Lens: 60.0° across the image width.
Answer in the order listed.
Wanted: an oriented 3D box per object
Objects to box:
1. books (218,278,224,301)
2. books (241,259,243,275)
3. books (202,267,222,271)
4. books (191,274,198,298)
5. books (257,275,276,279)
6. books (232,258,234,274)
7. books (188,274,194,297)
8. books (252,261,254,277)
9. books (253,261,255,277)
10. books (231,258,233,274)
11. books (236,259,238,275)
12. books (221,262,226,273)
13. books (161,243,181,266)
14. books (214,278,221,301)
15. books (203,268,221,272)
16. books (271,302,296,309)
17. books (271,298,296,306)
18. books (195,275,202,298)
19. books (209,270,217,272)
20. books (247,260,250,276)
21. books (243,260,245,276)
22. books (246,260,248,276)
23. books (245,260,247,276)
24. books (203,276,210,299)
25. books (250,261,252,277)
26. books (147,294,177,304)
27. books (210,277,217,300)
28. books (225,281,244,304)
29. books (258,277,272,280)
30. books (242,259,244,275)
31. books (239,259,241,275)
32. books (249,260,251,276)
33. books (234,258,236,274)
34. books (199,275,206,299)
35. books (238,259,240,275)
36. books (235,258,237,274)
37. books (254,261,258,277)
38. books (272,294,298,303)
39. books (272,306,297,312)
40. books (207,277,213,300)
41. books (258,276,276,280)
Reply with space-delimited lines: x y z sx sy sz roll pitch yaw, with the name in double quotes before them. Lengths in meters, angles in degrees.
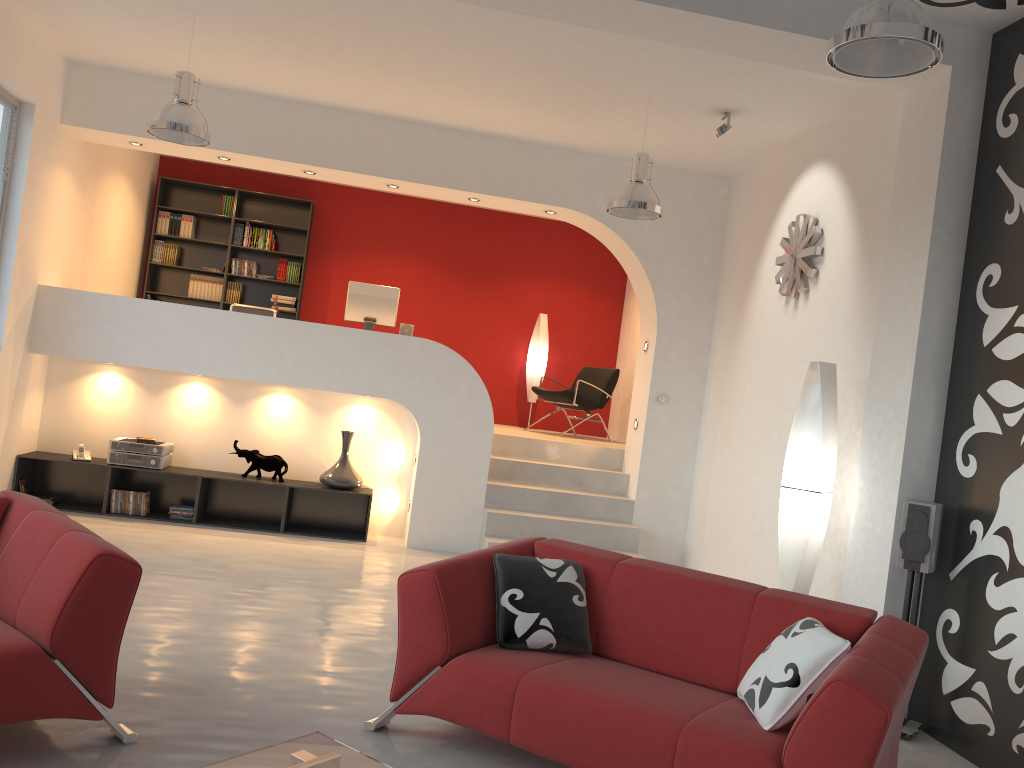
"books" -3.220 -1.036 9.873 0.040 0.260 0.200 8 -1 -9
"books" -3.017 -1.293 9.923 0.031 0.190 0.135 8 -1 -9
"books" -3.342 -1.278 9.872 0.190 0.015 0.135 8 -1 -9
"books" -3.498 -1.074 9.829 0.040 0.260 0.200 8 -1 -9
"books" -2.757 -1.200 9.964 0.190 0.015 0.135 8 -1 -4
"books" -3.105 -1.304 9.909 0.031 0.190 0.135 8 -1 -9
"books" -3.538 -1.079 9.823 0.040 0.260 0.200 8 -1 -9
"books" -2.899 -1.277 9.941 0.031 0.190 0.135 8 -1 -9
"books" -2.885 -1.275 9.944 0.031 0.190 0.135 8 -1 -9
"books" -3.120 -1.306 9.907 0.031 0.190 0.135 8 -1 -9
"books" -3.061 -1.299 9.916 0.031 0.190 0.135 8 -1 -9
"books" -3.194 -1.314 9.895 0.063 0.187 0.135 8 -1 -9
"books" -3.767 -1.418 9.796 0.146 0.240 0.170 8 -1 -9
"books" -3.259 -1.042 9.867 0.040 0.260 0.200 8 -1 -9
"books" -3.326 -1.261 9.875 0.190 0.015 0.135 8 -1 -9
"books" -2.567 -0.879 9.961 0.260 0.040 0.200 8 -1 -9
"books" -2.565 -0.919 9.960 0.260 0.040 0.200 8 -1 -9
"books" -3.458 -1.068 9.836 0.040 0.260 0.200 8 -1 -9
"books" -3.335 -1.247 9.874 0.190 0.015 0.135 8 -1 -9
"books" -2.943 -1.283 9.934 0.031 0.190 0.135 8 -1 -9
"books" -2.988 -1.289 9.928 0.031 0.190 0.135 8 -1 -9
"books" -2.958 -1.285 9.932 0.031 0.190 0.135 8 -1 -9
"books" -2.973 -1.287 9.930 0.031 0.190 0.135 8 -1 -9
"books" -3.379 -1.058 9.848 0.040 0.260 0.200 8 -1 -9
"books" -2.914 -1.279 9.939 0.031 0.190 0.135 8 -1 -9
"books" -3.839 -0.813 9.767 0.341 0.286 0.231 8 -1 -9
"books" -3.299 -1.047 9.861 0.040 0.260 0.200 8 -1 -9
"books" -3.100 -1.010 9.904 0.146 0.240 0.170 8 -1 -9
"books" -2.757 -1.170 9.965 0.190 0.015 0.135 8 -1 -14
"books" -3.002 -1.291 9.925 0.031 0.190 0.135 8 -1 -9
"books" -3.032 -1.295 9.921 0.031 0.190 0.135 8 -1 -9
"books" -2.929 -1.281 9.937 0.031 0.190 0.135 8 -1 -9
"books" -3.090 -1.302 9.911 0.031 0.190 0.135 8 -1 -9
"books" -3.419 -1.063 9.842 0.040 0.260 0.200 8 -1 -9
"books" -3.046 -1.297 9.918 0.031 0.190 0.135 8 -1 -9
"books" -3.076 -1.301 9.914 0.031 0.190 0.135 8 -1 -9
"books" -2.870 -1.273 9.946 0.031 0.190 0.135 8 -1 -9
"books" -2.549 -0.957 9.953 0.260 0.040 0.200 8 -1 -9
"books" -2.554 -0.837 9.967 0.260 0.040 0.200 8 -1 -7
"books" -3.339 -1.052 9.854 0.040 0.260 0.200 8 -1 -9
"books" -2.749 -1.184 9.966 0.190 0.015 0.135 8 -1 -9
